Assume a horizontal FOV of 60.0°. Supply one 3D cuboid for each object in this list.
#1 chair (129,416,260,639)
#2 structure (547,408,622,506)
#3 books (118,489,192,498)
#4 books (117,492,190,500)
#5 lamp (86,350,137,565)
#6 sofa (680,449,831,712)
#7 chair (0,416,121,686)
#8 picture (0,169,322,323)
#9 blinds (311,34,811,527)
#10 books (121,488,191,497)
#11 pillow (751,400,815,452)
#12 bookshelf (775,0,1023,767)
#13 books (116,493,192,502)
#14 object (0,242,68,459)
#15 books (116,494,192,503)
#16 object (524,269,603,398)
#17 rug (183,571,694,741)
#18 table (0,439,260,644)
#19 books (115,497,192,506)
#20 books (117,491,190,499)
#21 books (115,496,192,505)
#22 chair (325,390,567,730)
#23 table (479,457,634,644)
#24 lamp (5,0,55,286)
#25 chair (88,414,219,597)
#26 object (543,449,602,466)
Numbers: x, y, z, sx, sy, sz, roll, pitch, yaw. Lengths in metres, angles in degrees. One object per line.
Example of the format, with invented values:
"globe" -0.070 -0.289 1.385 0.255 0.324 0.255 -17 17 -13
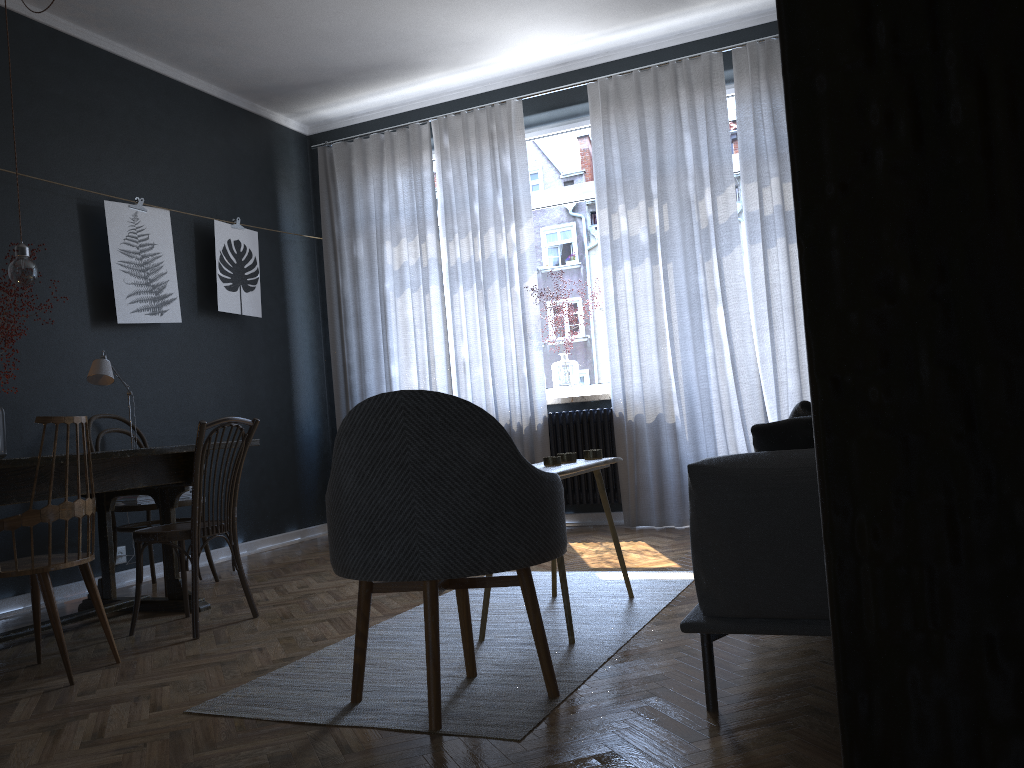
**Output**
"chair" -1.261 0.554 3.517 0.467 0.819 0.363 -5 -2 23
"structure" -0.009 0.514 5.910 1.847 0.600 0.215 -6 -2 24
"books" -1.819 0.556 4.499 0.219 0.006 0.304 -6 -3 36
"books" -1.822 0.567 4.491 0.219 0.008 0.288 -6 -3 37
"lamp" -1.926 0.392 4.402 0.242 1.069 0.800 -4 -2 -22
"sofa" 1.235 0.342 2.922 0.970 0.798 2.340 -5 -2 23
"chair" -1.575 0.543 2.941 0.384 0.856 0.456 -5 -2 9
"picture" -2.227 -0.710 4.494 0.058 0.771 4.457 -5 -2 24
"blinds" 0.522 -0.499 5.596 3.995 2.788 0.312 -5 -2 24
"books" -1.819 0.551 4.494 0.219 0.008 0.288 -6 -3 35
"pillow" 0.921 0.166 2.378 0.442 0.362 0.797 -6 -3 42
"bookshelf" 0.585 0.127 0.881 0.451 1.171 1.918 -5 -2 24
"books" -1.817 0.572 4.487 0.219 0.013 0.304 -6 -3 36
"object" -2.319 -0.131 3.848 0.638 0.930 0.557 -4 -2 -6
"books" -1.816 0.580 4.488 0.219 0.008 0.304 -6 -3 36
"object" 0.343 -0.321 5.775 0.514 0.809 0.599 -5 -2 -2
"rug" -0.032 0.851 3.110 1.004 0.013 2.011 -6 -2 24
"table" -1.932 0.652 3.443 1.127 0.727 1.604 -5 -2 24
"books" -1.815 0.595 4.488 0.219 0.008 0.304 -6 -3 31
"books" -1.823 0.562 4.491 0.219 0.008 0.288 -6 -3 37
"books" -1.817 0.588 4.487 0.219 0.007 0.304 -6 -3 36
"chair" -0.177 0.423 2.299 0.645 0.811 0.495 -5 -2 2
"table" 0.157 0.565 3.171 0.339 0.549 0.787 -5 -2 24
"lamp" -1.617 -1.246 3.081 0.582 1.574 1.592 -4 -2 -35
"chair" -1.842 0.590 4.525 0.549 0.920 0.438 -5 -2 21
"object" 0.213 0.274 3.290 0.103 0.033 0.368 -6 -3 34
